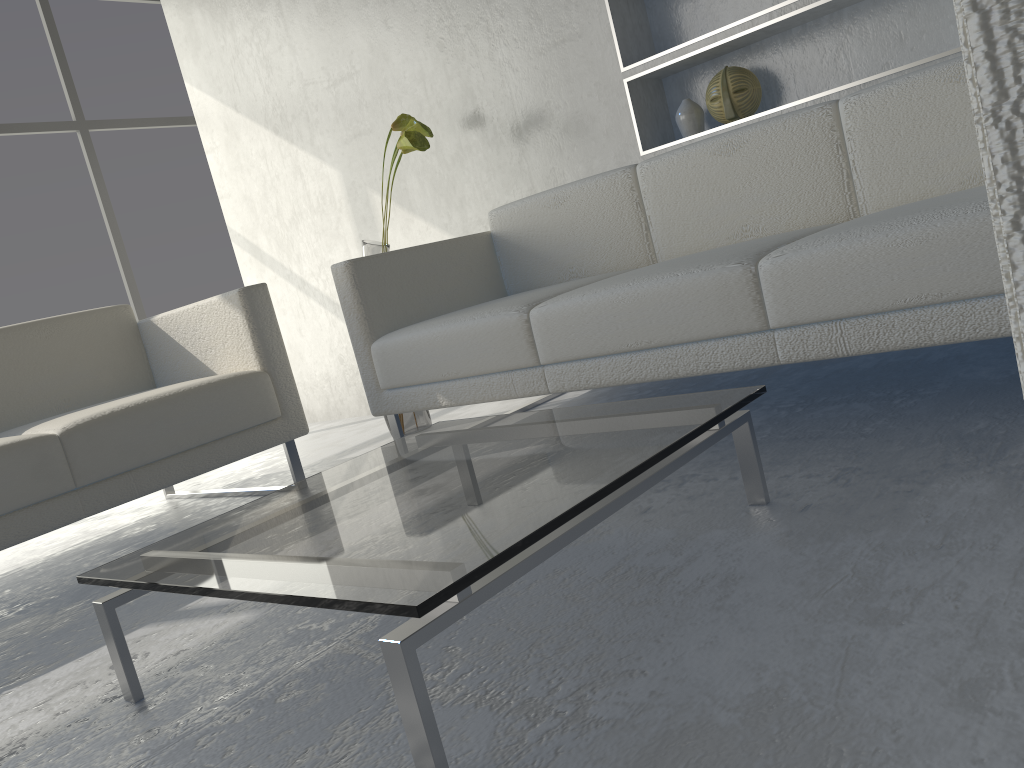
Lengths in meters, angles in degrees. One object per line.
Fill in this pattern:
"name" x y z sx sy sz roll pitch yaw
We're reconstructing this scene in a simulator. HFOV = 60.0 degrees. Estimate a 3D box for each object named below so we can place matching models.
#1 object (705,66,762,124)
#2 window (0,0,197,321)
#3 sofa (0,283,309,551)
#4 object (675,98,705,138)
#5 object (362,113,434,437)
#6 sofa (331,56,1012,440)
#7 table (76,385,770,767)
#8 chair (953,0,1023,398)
"object" 0.629 -0.832 2.562 0.163 0.179 0.088 -10 9 31
"window" -2.733 -0.639 4.067 0.037 2.477 4.080 -8 10 41
"sofa" -1.485 0.252 2.048 0.821 0.658 1.881 -8 10 41
"object" 0.540 -0.798 2.683 0.086 0.128 0.086 -20 9 -37
"object" -0.319 -0.361 2.871 0.387 1.051 0.400 -17 8 -20
"sofa" 0.500 -0.276 2.152 1.881 0.658 0.821 -8 10 41
"table" -0.096 0.231 1.335 0.730 0.190 0.773 -8 10 41
"chair" 0.736 -0.105 0.384 0.821 0.662 0.748 -8 10 41
